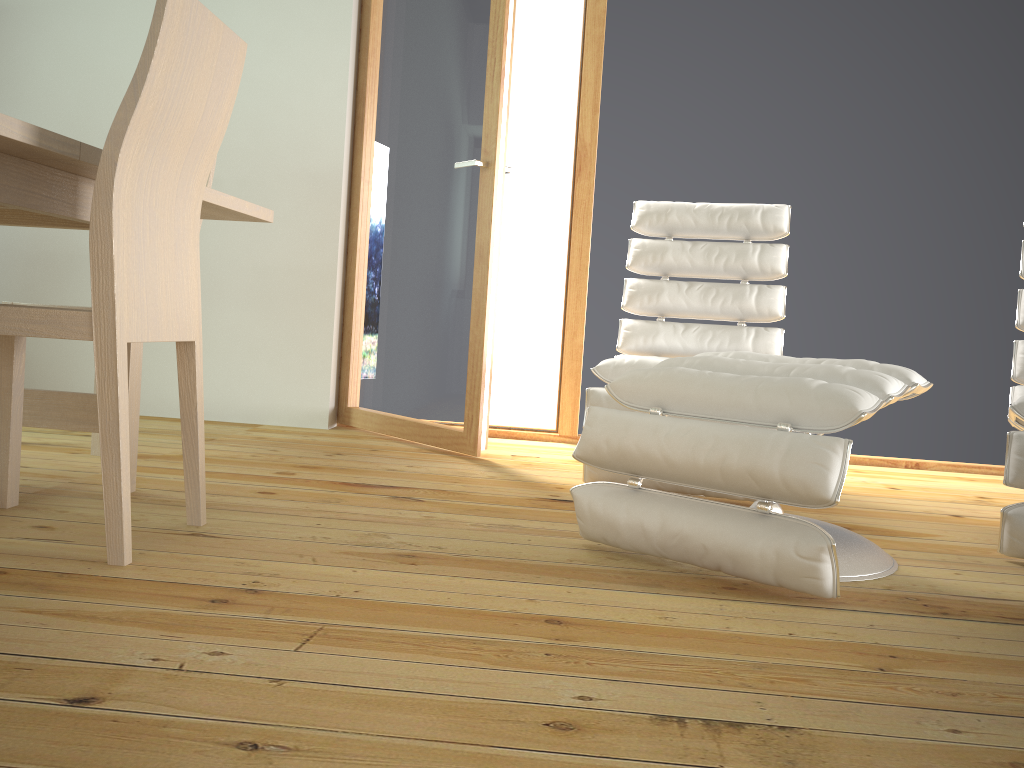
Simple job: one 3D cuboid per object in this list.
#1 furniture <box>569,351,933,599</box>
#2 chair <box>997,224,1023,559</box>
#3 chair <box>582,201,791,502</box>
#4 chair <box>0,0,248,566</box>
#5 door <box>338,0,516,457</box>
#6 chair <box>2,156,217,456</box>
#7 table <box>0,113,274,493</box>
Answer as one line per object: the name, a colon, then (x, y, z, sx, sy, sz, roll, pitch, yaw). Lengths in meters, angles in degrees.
furniture: (0.551, 0.151, 1.958, 0.570, 0.439, 0.686, 6, 4, 39)
chair: (1.569, -0.063, 2.197, 0.570, 0.968, 0.914, 5, 3, 29)
chair: (0.603, -0.169, 2.895, 0.570, 0.968, 0.914, 4, 3, 14)
chair: (-0.850, -0.214, 1.711, 0.506, 1.016, 0.404, 4, 2, 4)
door: (-0.323, -0.998, 3.344, 0.163, 2.415, 0.936, 2, 3, -41)
chair: (-1.298, -0.317, 2.908, 0.404, 1.016, 0.506, 4, 2, 17)
table: (-1.473, -0.108, 1.443, 1.200, 0.755, 2.503, 4, 3, 7)
